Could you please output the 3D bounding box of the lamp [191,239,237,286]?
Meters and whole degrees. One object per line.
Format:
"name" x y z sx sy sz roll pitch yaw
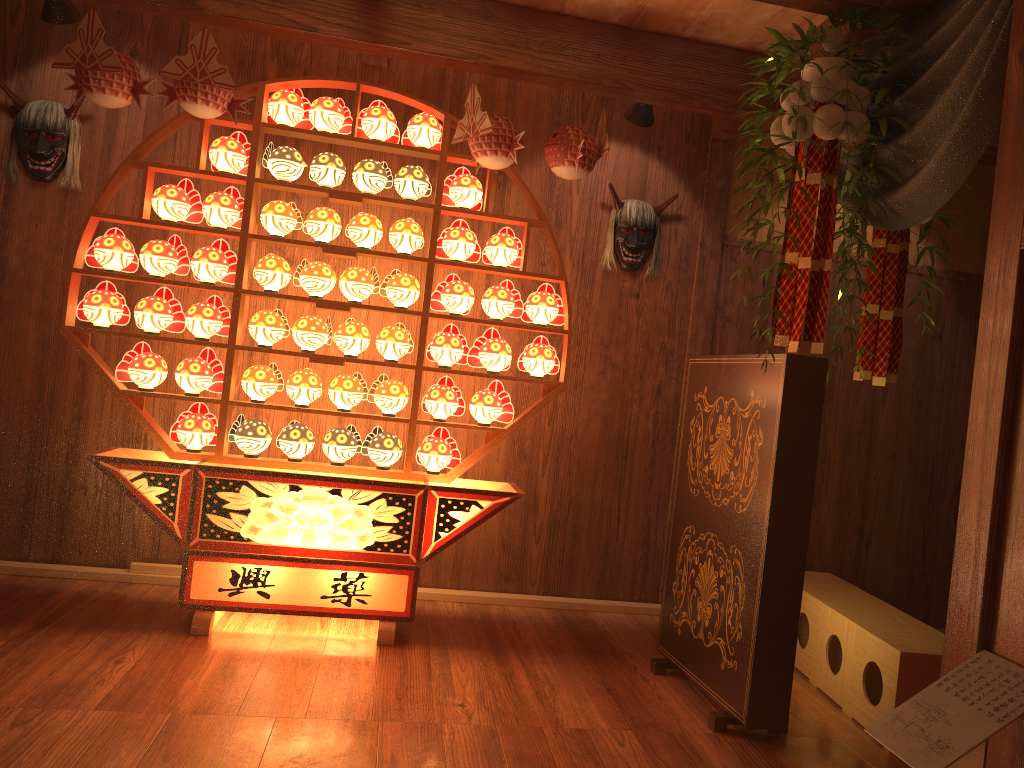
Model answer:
"lamp" -1.193 -0.488 3.485 0.199 0.200 0.158 6 0 5

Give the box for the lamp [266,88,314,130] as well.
"lamp" -0.903 -1.121 3.531 0.200 0.200 0.157 6 0 0

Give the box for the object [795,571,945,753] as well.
"object" 1.372 1.050 3.537 0.328 0.330 1.283 6 0 -3

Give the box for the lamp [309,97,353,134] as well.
"lamp" -0.753 -1.093 3.565 0.166 0.179 0.160 6 0 21

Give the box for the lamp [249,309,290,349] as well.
"lamp" -0.982 -0.226 3.530 0.137 0.167 0.159 6 0 11

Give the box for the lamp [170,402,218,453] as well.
"lamp" -1.245 0.171 3.487 0.199 0.197 0.153 7 0 -19

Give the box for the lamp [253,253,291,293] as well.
"lamp" -0.951 -0.445 3.529 0.143 0.167 0.152 7 0 -29

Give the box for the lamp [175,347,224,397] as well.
"lamp" -1.254 -0.052 3.478 0.197 0.200 0.160 6 0 15

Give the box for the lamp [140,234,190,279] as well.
"lamp" -1.382 -0.505 3.451 0.177 0.191 0.160 6 0 21

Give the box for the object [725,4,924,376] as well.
"object" 0.996 -0.638 2.940 0.583 1.260 0.694 7 0 -20

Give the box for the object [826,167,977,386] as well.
"object" 1.569 -0.575 3.836 0.763 1.260 0.527 7 0 -24

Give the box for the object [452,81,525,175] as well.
"object" -0.066 -0.991 3.452 0.248 0.314 0.353 7 0 -32

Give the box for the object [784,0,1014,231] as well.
"object" 1.241 -0.877 2.958 0.096 0.751 1.484 7 0 -7

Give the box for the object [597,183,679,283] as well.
"object" 0.614 -0.727 4.357 0.368 0.453 0.136 6 0 -11

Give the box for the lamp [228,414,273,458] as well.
"lamp" -1.027 0.211 3.532 0.153 0.167 0.142 6 0 21

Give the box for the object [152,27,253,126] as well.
"object" -1.128 -1.123 3.249 0.352 0.306 0.212 6 0 -10

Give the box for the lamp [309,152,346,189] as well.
"lamp" -0.742 -0.861 3.566 0.142 0.161 0.153 7 0 -19

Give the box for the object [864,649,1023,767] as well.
"object" 0.954 0.888 1.928 0.304 0.560 0.247 7 0 -9

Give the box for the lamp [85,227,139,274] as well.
"lamp" -1.536 -0.520 3.418 0.195 0.187 0.152 7 0 -29

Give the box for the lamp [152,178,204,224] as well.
"lamp" -1.336 -0.726 3.456 0.197 0.200 0.160 6 0 15

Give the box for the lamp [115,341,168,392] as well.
"lamp" -1.416 -0.067 3.454 0.152 0.194 0.192 6 0 41

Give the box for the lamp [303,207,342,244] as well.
"lamp" -0.757 -0.641 3.567 0.143 0.161 0.152 7 0 -29

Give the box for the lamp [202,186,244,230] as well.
"lamp" -1.150 -0.703 3.490 0.188 0.195 0.158 6 0 6

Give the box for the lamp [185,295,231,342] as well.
"lamp" -1.216 -0.265 3.483 0.181 0.192 0.158 6 0 6

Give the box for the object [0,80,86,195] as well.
"object" -2.041 -1.054 3.838 0.368 0.453 0.136 6 0 -11

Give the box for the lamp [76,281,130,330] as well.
"lamp" -1.576 -0.307 3.413 0.194 0.195 0.153 7 0 -24

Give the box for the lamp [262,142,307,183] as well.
"lamp" -0.898 -0.882 3.548 0.156 0.167 0.140 6 0 6

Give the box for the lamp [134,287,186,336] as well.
"lamp" -1.399 -0.290 3.447 0.200 0.200 0.157 6 0 0

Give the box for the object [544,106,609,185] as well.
"object" 0.243 -0.969 3.513 0.231 0.318 0.361 7 0 -13

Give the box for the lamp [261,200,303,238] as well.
"lamp" -0.937 -0.665 3.534 0.136 0.167 0.160 6 0 21

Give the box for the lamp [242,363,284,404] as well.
"lamp" -1.012 -0.008 3.530 0.136 0.167 0.160 6 0 21

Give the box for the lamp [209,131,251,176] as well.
"lamp" -1.124 -0.924 3.491 0.199 0.200 0.158 6 0 5

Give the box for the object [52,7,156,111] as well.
"object" -1.449 -1.150 3.180 0.359 0.311 0.242 6 0 16
